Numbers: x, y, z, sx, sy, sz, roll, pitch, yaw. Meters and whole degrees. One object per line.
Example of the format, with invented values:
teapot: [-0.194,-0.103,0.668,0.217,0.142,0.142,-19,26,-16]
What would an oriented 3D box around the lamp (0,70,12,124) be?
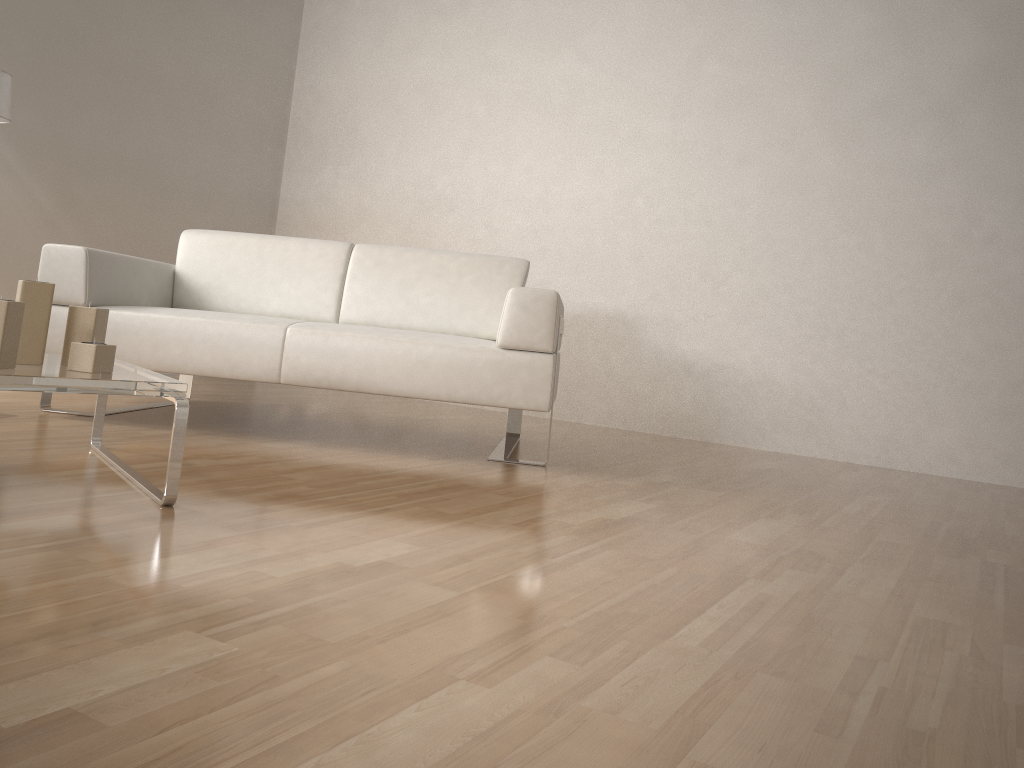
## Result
lamp: [-2.286,-0.836,3.561,0.360,1.693,0.208,10,-8,-40]

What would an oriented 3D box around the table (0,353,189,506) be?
table: [-1.189,0.072,1.930,0.694,0.252,0.797,4,3,-36]

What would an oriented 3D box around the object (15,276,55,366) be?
object: [-1.073,-0.143,1.953,0.066,0.199,0.067,9,-6,-35]

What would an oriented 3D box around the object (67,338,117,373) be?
object: [-0.915,-0.064,1.910,0.067,0.075,0.066,5,-2,14]

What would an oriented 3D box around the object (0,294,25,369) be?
object: [-1.046,-0.109,1.778,0.067,0.153,0.066,6,-5,0]

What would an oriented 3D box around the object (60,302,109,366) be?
object: [-0.989,-0.117,2.032,0.067,0.153,0.066,6,-5,-1]

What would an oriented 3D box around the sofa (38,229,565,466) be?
sofa: [-0.708,-0.203,3.317,1.783,0.749,0.899,6,-1,5]
